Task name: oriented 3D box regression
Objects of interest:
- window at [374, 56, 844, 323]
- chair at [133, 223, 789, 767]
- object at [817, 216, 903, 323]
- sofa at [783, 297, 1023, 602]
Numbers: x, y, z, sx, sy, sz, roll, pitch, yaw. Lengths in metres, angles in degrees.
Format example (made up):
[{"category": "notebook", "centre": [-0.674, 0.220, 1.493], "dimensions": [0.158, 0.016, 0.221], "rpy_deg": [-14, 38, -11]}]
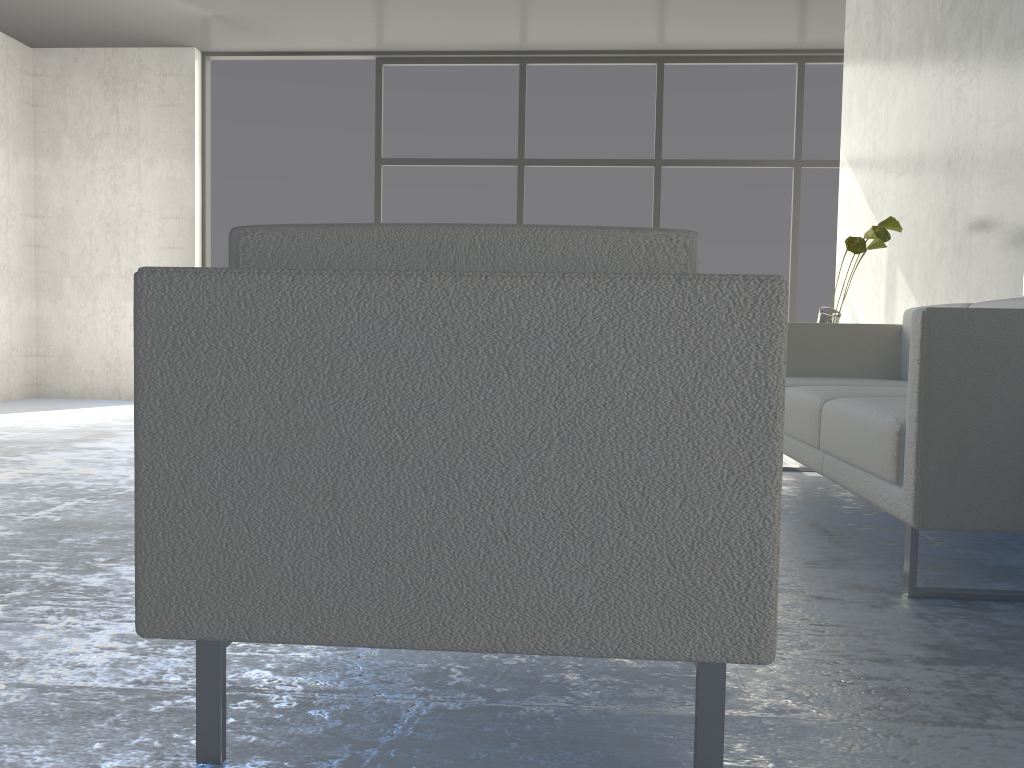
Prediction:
[{"category": "window", "centre": [1.043, -1.045, 6.252], "dimensions": [4.080, 2.477, 0.037], "rpy_deg": [1, 3, 4]}, {"category": "chair", "centre": [-0.043, 0.112, 1.419], "dimensions": [0.748, 0.662, 0.821], "rpy_deg": [1, 3, 4]}, {"category": "object", "centre": [1.384, -0.181, 3.708], "dimensions": [0.387, 1.051, 0.400], "rpy_deg": [3, 4, 32]}, {"category": "sofa", "centre": [1.256, 0.069, 2.652], "dimensions": [0.821, 0.658, 1.881], "rpy_deg": [1, 3, 4]}]
